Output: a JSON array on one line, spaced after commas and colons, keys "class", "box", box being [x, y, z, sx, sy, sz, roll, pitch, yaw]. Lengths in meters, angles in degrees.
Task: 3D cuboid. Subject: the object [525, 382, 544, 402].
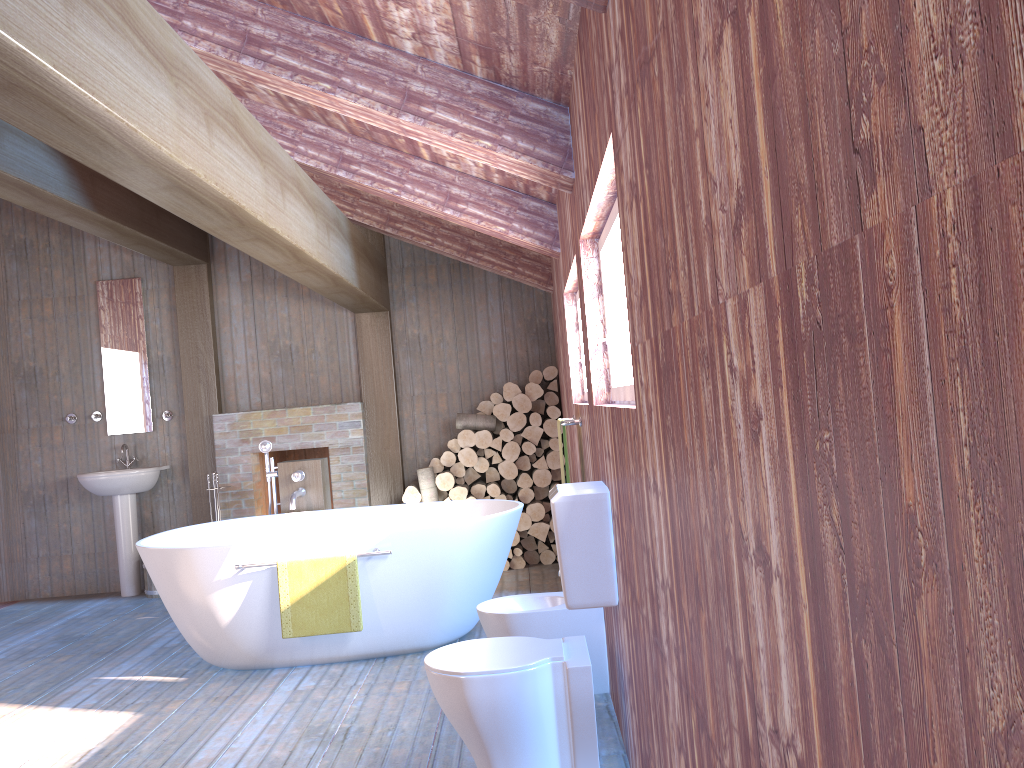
[{"class": "object", "box": [0.167, 0.059, 6.614, 0.133, 0.142, 0.456, -5, -1, 1]}]

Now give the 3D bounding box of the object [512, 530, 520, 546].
[{"class": "object", "box": [-0.021, 1.098, 6.572, 0.141, 0.143, 0.437, -5, -1, -1]}]

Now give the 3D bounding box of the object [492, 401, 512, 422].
[{"class": "object", "box": [-0.067, 0.203, 6.610, 0.139, 0.148, 0.458, -5, -1, 1]}]

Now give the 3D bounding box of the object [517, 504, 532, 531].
[{"class": "object", "box": [0.076, 0.989, 6.581, 0.135, 0.145, 0.439, -5, -1, 1]}]

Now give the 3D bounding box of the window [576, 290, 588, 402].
[{"class": "window", "box": [0.371, -0.206, 4.021, 0.054, 0.587, 1.255, -5, -1, 1]}]

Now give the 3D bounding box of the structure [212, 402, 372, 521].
[{"class": "structure", "box": [-1.641, 0.842, 6.765, 1.130, 1.330, 0.226, -5, -1, 0]}]

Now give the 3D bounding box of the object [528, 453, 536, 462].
[{"class": "object", "box": [0.145, 0.543, 6.570, 0.065, 0.069, 0.177, -5, -1, 0]}]

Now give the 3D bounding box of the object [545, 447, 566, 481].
[{"class": "object", "box": [0.322, 0.602, 6.590, 0.137, 0.256, 0.439, -5, -1, 1]}]

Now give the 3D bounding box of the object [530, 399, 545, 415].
[{"class": "object", "box": [0.191, 0.176, 6.692, 0.132, 0.119, 0.319, -5, -1, 2]}]

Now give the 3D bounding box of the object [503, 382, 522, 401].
[{"class": "object", "box": [0.007, 0.058, 6.613, 0.135, 0.139, 0.456, -5, -1, 1]}]

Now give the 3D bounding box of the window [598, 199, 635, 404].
[{"class": "window", "box": [0.336, -0.235, 2.475, 0.054, 0.587, 1.255, -5, -1, 1]}]

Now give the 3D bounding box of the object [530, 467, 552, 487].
[{"class": "object", "box": [0.214, 0.682, 6.587, 0.137, 0.133, 0.437, -5, -1, -1]}]

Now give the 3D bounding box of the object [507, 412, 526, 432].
[{"class": "object", "box": [0.038, 0.283, 6.590, 0.143, 0.151, 0.440, -5, -1, 1]}]

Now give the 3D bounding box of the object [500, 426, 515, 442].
[{"class": "object", "box": [-0.034, 0.368, 6.584, 0.102, 0.109, 0.438, -5, -1, 1]}]

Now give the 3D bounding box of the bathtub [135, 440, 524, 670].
[{"class": "bathtub", "box": [-0.951, 0.835, 4.691, 1.935, 1.109, 1.460, -5, -1, 22]}]

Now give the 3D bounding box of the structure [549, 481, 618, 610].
[{"class": "structure", "box": [0.227, 0.514, 2.887, 0.182, 0.363, 0.358, -5, -1, 1]}]

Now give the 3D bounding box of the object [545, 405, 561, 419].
[{"class": "object", "box": [0.304, 0.204, 6.589, 0.102, 0.109, 0.438, -5, -1, 1]}]

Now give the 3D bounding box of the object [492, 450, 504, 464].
[{"class": "object", "box": [-0.105, 0.535, 6.589, 0.085, 0.096, 0.280, -5, -1, 1]}]

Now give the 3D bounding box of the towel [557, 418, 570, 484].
[{"class": "towel", "box": [0.248, 0.348, 4.239, 0.032, 0.361, 0.370, -5, -1, 1]}]

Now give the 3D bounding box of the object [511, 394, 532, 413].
[{"class": "object", "box": [0.066, 0.144, 6.593, 0.141, 0.143, 0.437, -5, -1, -1]}]

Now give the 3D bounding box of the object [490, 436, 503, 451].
[{"class": "object", "box": [-0.117, 0.446, 6.583, 0.109, 0.124, 0.424, -5, -1, 0]}]

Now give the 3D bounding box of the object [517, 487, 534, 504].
[{"class": "object", "box": [0.100, 0.809, 6.549, 0.116, 0.117, 0.289, -5, -1, -2]}]

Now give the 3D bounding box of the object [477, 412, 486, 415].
[{"class": "object", "box": [-0.234, 0.276, 6.687, 0.113, 0.130, 0.291, -5, -1, 1]}]

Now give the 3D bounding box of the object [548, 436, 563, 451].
[{"class": "object", "box": [0.319, 0.435, 6.584, 0.102, 0.109, 0.438, -5, -1, 1]}]

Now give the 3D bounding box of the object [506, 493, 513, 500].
[{"class": "object", "box": [-0.019, 0.840, 6.563, 0.054, 0.056, 0.146, -5, -1, 1]}]

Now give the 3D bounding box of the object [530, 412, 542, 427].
[{"class": "object", "box": [0.176, 0.259, 6.587, 0.089, 0.106, 0.437, -5, -1, 1]}]

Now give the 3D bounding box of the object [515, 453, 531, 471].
[{"class": "object", "box": [0.078, 0.575, 6.569, 0.111, 0.118, 0.302, -5, -1, 0]}]

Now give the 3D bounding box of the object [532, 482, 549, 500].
[{"class": "object", "box": [0.213, 0.801, 6.677, 0.118, 0.106, 0.319, -5, -1, -2]}]

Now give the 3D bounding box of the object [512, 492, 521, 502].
[{"class": "object", "box": [0.013, 0.872, 6.575, 0.115, 0.112, 0.423, -5, -1, 1]}]

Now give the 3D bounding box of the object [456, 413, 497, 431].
[{"class": "object", "box": [-0.261, 0.279, 6.489, 0.302, 0.157, 0.121, -5, -1, 1]}]

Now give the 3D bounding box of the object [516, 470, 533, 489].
[{"class": "object", "box": [0.089, 0.702, 6.556, 0.114, 0.113, 0.301, -5, -1, -2]}]

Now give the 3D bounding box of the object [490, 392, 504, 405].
[{"class": "object", "box": [-0.109, 0.107, 6.584, 0.094, 0.097, 0.227, -5, -1, 1]}]

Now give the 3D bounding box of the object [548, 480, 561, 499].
[{"class": "object", "box": [0.327, 0.789, 6.598, 0.139, 0.137, 0.455, -5, -1, -1]}]

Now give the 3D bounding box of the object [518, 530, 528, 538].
[{"class": "object", "box": [0.081, 1.092, 6.558, 0.071, 0.074, 0.190, -5, -1, 1]}]

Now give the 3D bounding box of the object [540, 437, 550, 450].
[{"class": "object", "box": [0.258, 0.442, 6.629, 0.088, 0.092, 0.280, -5, -1, 1]}]

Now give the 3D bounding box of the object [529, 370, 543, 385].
[{"class": "object", "box": [0.178, -0.039, 6.631, 0.104, 0.121, 0.270, -5, -1, 1]}]

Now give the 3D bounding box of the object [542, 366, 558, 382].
[{"class": "object", "box": [0.282, -0.072, 6.632, 0.112, 0.113, 0.271, -5, -1, 0]}]

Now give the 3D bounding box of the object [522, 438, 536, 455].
[{"class": "object", "box": [0.125, 0.462, 6.583, 0.102, 0.109, 0.438, -5, -1, 1]}]

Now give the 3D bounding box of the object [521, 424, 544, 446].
[{"class": "object", "box": [0.154, 0.379, 6.615, 0.172, 0.151, 0.482, -5, -1, 2]}]

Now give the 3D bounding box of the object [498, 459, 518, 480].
[{"class": "object", "box": [-0.034, 0.621, 6.582, 0.141, 0.143, 0.437, -5, -1, -1]}]

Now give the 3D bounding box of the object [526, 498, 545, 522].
[{"class": "object", "box": [0.172, 0.920, 6.582, 0.138, 0.147, 0.440, -5, -1, 1]}]

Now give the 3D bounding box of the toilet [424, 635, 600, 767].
[{"class": "toilet", "box": [-0.003, 1.069, 2.883, 0.534, 0.400, 0.375, -5, -1, 1]}]

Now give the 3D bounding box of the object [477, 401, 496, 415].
[{"class": "object", "box": [-0.188, 0.187, 6.690, 0.140, 0.121, 0.319, -5, -1, 2]}]

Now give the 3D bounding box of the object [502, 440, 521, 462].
[{"class": "object", "box": [-0.001, 0.494, 6.585, 0.136, 0.157, 0.439, -5, -1, 1]}]

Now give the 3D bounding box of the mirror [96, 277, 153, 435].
[{"class": "mirror", "box": [-3.000, -0.215, 6.866, 0.350, 1.199, 0.009, -5, -1, 0]}]

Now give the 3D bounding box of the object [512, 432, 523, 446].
[{"class": "object", "box": [0.044, 0.408, 6.565, 0.095, 0.090, 0.278, -5, -1, 2]}]

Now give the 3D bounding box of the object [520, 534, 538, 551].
[{"class": "object", "box": [0.123, 1.164, 6.669, 0.125, 0.132, 0.320, -5, -1, -1]}]

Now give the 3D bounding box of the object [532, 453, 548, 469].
[{"class": "object", "box": [0.205, 0.566, 6.582, 0.115, 0.112, 0.423, -5, -1, 1]}]

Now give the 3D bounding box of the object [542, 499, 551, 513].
[{"class": "object", "box": [0.272, 0.908, 6.624, 0.088, 0.092, 0.280, -5, -1, 0]}]

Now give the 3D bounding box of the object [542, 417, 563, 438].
[{"class": "object", "box": [0.300, 0.318, 6.590, 0.147, 0.152, 0.439, -5, -1, 1]}]

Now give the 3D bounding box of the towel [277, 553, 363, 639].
[{"class": "towel", "box": [-0.892, 0.983, 4.116, 0.370, 0.361, 0.032, -5, -1, -3]}]
